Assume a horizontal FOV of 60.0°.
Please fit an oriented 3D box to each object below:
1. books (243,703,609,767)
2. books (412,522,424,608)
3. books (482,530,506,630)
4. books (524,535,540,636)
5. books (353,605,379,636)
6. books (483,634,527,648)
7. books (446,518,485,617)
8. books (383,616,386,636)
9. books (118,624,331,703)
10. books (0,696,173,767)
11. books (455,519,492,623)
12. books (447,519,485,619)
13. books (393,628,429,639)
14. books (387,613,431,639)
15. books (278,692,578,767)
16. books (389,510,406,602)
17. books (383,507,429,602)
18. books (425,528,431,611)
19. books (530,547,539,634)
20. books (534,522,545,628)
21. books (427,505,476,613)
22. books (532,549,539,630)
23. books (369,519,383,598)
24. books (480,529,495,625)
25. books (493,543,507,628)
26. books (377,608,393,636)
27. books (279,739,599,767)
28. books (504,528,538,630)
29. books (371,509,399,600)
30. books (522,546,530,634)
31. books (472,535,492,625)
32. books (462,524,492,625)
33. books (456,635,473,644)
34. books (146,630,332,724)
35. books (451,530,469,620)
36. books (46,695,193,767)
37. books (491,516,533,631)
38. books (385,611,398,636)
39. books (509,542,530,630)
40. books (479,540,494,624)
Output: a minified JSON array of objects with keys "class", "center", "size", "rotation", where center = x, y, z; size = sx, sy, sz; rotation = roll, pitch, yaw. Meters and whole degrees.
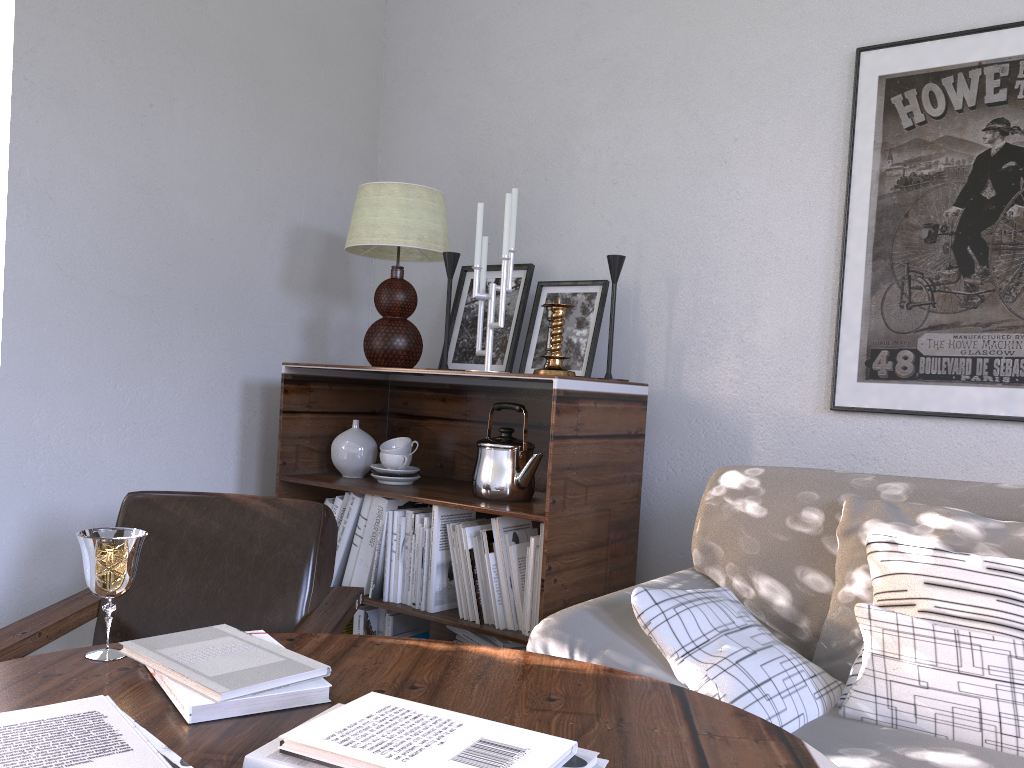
[{"class":"books","center":[-0.071,0.334,0.767],"size":[0.278,0.021,0.149],"rotation":[3,0,21]},{"class":"books","center":[-0.174,0.405,2.011],"size":[0.012,0.188,0.120],"rotation":[5,2,40]},{"class":"books","center":[-0.007,0.412,1.897],"size":[0.064,0.203,0.131],"rotation":[5,2,35]},{"class":"books","center":[0.067,0.413,1.838],"size":[0.009,0.204,0.114],"rotation":[5,2,35]},{"class":"books","center":[-0.324,0.647,2.139],"size":[0.042,0.232,0.141],"rotation":[5,2,35]},{"class":"books","center":[-0.009,0.549,1.996],"size":[0.142,0.011,0.252],"rotation":[4,0,-25]},{"class":"books","center":[-0.087,0.407,1.976],"size":[0.064,0.203,0.131],"rotation":[5,2,35]},{"class":"books","center":[-0.261,0.658,2.141],"size":[0.017,0.218,0.139],"rotation":[5,2,35]},{"class":"books","center":[-0.323,0.307,0.990],"size":[0.213,0.011,0.136],"rotation":[3,-1,41]},{"class":"books","center":[-0.350,0.287,0.677],"size":[0.136,0.011,0.215],"rotation":[4,-1,-39]},{"class":"books","center":[-0.063,0.404,1.936],"size":[0.074,0.210,0.129],"rotation":[5,2,35]},{"class":"books","center":[-0.084,0.407,1.960],"size":[0.064,0.202,0.131],"rotation":[5,2,35]},{"class":"books","center":[-0.248,0.676,2.071],"size":[0.033,0.185,0.112],"rotation":[5,2,35]},{"class":"books","center":[-0.249,0.653,2.109],"size":[0.013,0.231,0.146],"rotation":[5,2,35]},{"class":"books","center":[-0.069,0.307,0.754],"size":[0.214,0.010,0.136],"rotation":[3,0,26]},{"class":"books","center":[-0.229,0.393,2.053],"size":[0.011,0.207,0.131],"rotation":[5,2,40]},{"class":"books","center":[-0.242,0.392,2.054],"size":[0.011,0.207,0.131],"rotation":[5,2,40]},{"class":"books","center":[-0.146,0.410,1.986],"size":[0.009,0.182,0.115],"rotation":[5,2,40]},{"class":"books","center":[0.077,0.424,1.838],"size":[0.009,0.183,0.115],"rotation":[5,2,35]},{"class":"books","center":[0.093,0.398,1.819],"size":[0.018,0.237,0.126],"rotation":[5,2,35]},{"class":"books","center":[-0.135,0.383,1.977],"size":[0.018,0.237,0.126],"rotation":[5,2,40]},{"class":"books","center":[0.081,0.425,1.827],"size":[0.009,0.182,0.115],"rotation":[5,2,35]},{"class":"books","center":[-0.282,0.402,2.065],"size":[0.025,0.185,0.121],"rotation":[5,2,30]},{"class":"books","center":[-0.016,0.412,1.917],"size":[0.061,0.199,0.114],"rotation":[5,2,35]},{"class":"books","center":[0.010,0.424,1.898],"size":[0.055,0.178,0.115],"rotation":[5,2,35]},{"class":"books","center":[-0.274,0.647,2.153],"size":[0.022,0.237,0.144],"rotation":[5,2,35]},{"class":"books","center":[-0.061,0.318,0.765],"size":[0.240,0.010,0.135],"rotation":[3,0,26]},{"class":"books","center":[0.035,0.414,1.890],"size":[0.061,0.199,0.114],"rotation":[5,2,35]},{"class":"books","center":[-0.274,0.392,2.058],"size":[0.026,0.207,0.120],"rotation":[5,2,30]},{"class":"books","center":[0.062,0.424,1.846],"size":[0.009,0.182,0.115],"rotation":[5,2,35]},{"class":"books","center":[-0.033,0.419,1.926],"size":[0.060,0.185,0.120],"rotation":[5,2,35]},{"class":"books","center":[-0.050,0.409,1.926],"size":[0.064,0.202,0.131],"rotation":[5,2,35]},{"class":"books","center":[-0.006,0.587,1.979],"size":[0.143,0.011,0.224],"rotation":[4,-1,-35]},{"class":"books","center":[-0.316,0.322,0.996],"size":[0.147,0.018,0.229],"rotation":[4,-1,-34]},{"class":"books","center":[-0.074,0.413,1.948],"size":[0.065,0.193,0.125],"rotation":[5,2,35]},{"class":"books","center":[-0.349,0.297,0.697],"size":[0.135,0.010,0.239],"rotation":[4,-1,-44]},{"class":"books","center":[0.017,0.398,1.894],"size":[0.078,0.233,0.126],"rotation":[5,2,35]},{"class":"books","center":[-0.254,0.652,2.123],"size":[0.013,0.231,0.146],"rotation":[5,2,35]},{"class":"books","center":[0.043,0.427,1.881],"size":[0.055,0.178,0.115],"rotation":[5,2,35]},{"class":"books","center":[-0.020,0.423,1.925],"size":[0.055,0.178,0.115],"rotation":[5,2,35]}]
